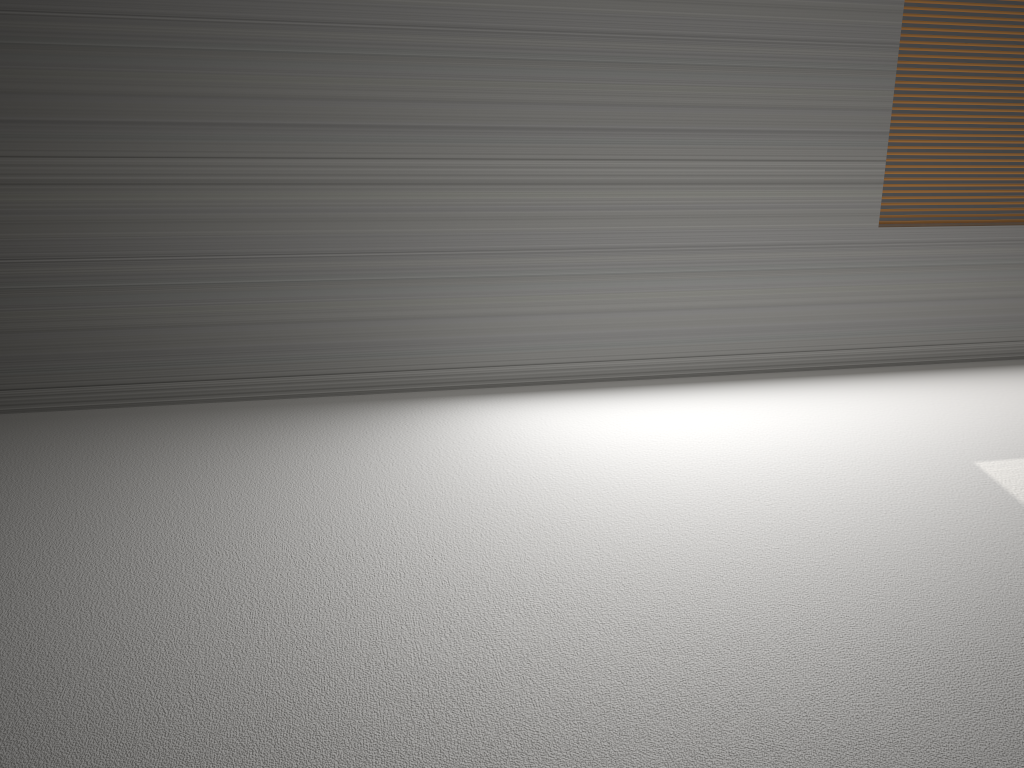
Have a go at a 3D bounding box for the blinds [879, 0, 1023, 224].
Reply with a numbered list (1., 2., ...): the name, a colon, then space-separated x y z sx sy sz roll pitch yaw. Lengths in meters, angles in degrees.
1. blinds: 2.911 -1.671 4.153 3.533 2.009 0.012 -3 14 -13
